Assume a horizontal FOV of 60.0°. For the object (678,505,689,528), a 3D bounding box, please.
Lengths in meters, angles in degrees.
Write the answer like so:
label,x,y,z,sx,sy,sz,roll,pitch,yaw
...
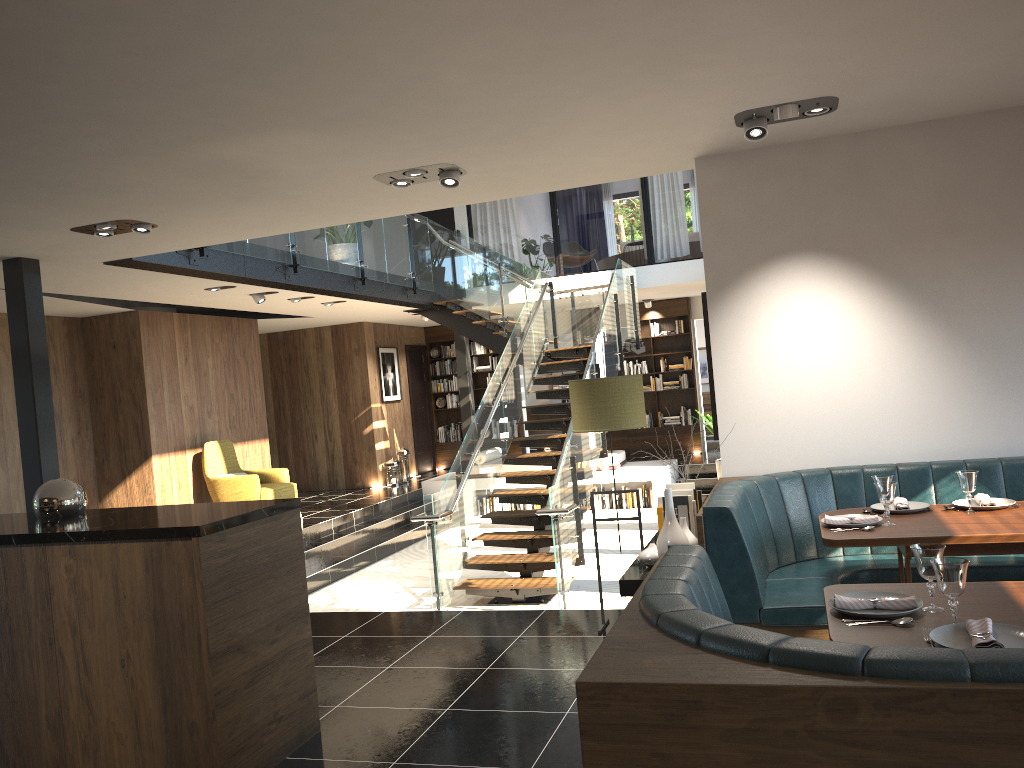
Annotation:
label,x,y,z,sx,sy,sz,roll,pitch,yaw
object,0.873,0.745,4.487,0.047,0.262,0.020,-5,1,18

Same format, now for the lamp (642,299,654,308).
label,x,y,z,sx,sy,sz,roll,pitch,yaw
lamp,2.319,-1.428,15.111,0.195,0.277,0.346,-5,0,18

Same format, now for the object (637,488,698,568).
label,x,y,z,sx,sy,sz,roll,pitch,yaw
object,0.774,0.693,4.291,0.319,0.398,0.316,-5,0,-6

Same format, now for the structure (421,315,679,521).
label,x,y,z,sx,sy,sz,roll,pitch,yaw
structure,0.482,0.355,13.640,3.783,3.245,1.148,-5,1,18

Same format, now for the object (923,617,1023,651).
label,x,y,z,sx,sy,sz,roll,pitch,yaw
object,1.244,0.652,2.289,0.325,0.051,0.269,-5,0,21

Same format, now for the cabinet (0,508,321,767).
label,x,y,z,sx,sy,sz,roll,pitch,yaw
cabinet,-2.686,1.201,4.119,3.565,0.994,0.698,-5,0,18

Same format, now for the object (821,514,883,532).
label,x,y,z,sx,sy,sz,roll,pitch,yaw
object,1.566,0.627,4.093,0.269,0.051,0.324,-5,0,21

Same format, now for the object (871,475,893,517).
label,x,y,z,sx,sy,sz,roll,pitch,yaw
object,1.784,0.536,4.253,0.098,0.192,0.098,-5,1,15

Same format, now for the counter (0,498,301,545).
label,x,y,z,sx,sy,sz,roll,pitch,yaw
counter,-2.731,0.684,4.113,3.574,0.041,0.698,-5,0,18

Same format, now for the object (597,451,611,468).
label,x,y,z,sx,sy,sz,roll,pitch,yaw
object,1.283,1.290,13.436,0.466,0.510,1.166,-5,0,18

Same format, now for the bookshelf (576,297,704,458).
label,x,y,z,sx,sy,sz,roll,pitch,yaw
bookshelf,2.189,-0.060,15.615,2.091,2.683,0.273,-5,1,18

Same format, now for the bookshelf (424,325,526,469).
label,x,y,z,sx,sy,sz,roll,pitch,yaw
bookshelf,-0.684,0.201,16.531,1.704,2.683,0.273,-5,1,18

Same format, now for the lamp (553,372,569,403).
label,x,y,z,sx,sy,sz,roll,pitch,yaw
lamp,1.145,0.084,19.522,0.470,0.726,0.470,-5,0,10

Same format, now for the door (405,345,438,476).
label,x,y,z,sx,sy,sz,roll,pitch,yaw
door,-1.683,0.466,16.209,0.104,2.348,0.930,-5,1,18

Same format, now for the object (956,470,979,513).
label,x,y,z,sx,sy,sz,roll,pitch,yaw
object,2.135,0.504,4.146,0.098,0.192,0.098,-5,1,15

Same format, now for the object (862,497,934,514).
label,x,y,z,sx,sy,sz,roll,pitch,yaw
object,1.890,0.598,4.366,0.325,0.051,0.269,-5,0,21

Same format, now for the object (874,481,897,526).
label,x,y,z,sx,sy,sz,roll,pitch,yaw
object,1.699,0.543,4.016,0.098,0.192,0.098,-5,1,15

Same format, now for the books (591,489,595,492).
label,x,y,z,sx,sy,sz,roll,pitch,yaw
books,1.202,1.703,13.038,0.026,0.287,0.204,-5,0,18

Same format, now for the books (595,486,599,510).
label,x,y,z,sx,sy,sz,roll,pitch,yaw
books,1.264,1.678,13.060,0.029,0.326,0.153,-5,1,18

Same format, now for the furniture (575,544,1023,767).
label,x,y,z,sx,sy,sz,roll,pitch,yaw
furniture,1.614,0.893,2.192,2.610,0.822,1.364,-5,0,18

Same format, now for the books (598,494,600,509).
label,x,y,z,sx,sy,sz,roll,pitch,yaw
books,1.297,1.725,13.060,0.026,0.226,0.132,-5,0,18

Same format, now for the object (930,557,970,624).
label,x,y,z,sx,sy,sz,roll,pitch,yaw
object,1.217,0.583,2.449,0.098,0.192,0.098,-5,1,15

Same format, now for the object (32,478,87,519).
label,x,y,z,sx,sy,sz,roll,pitch,yaw
object,-2.089,0.548,4.099,0.227,0.228,0.227,-5,0,-22

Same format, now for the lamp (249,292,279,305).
label,x,y,z,sx,sy,sz,roll,pitch,yaw
lamp,-2.716,-1.001,9.703,0.346,0.247,0.195,-5,0,18

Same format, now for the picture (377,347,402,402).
label,x,y,z,sx,sy,sz,roll,pitch,yaw
picture,-2.066,-0.166,15.022,0.028,0.911,0.748,-5,0,18

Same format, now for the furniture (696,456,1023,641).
label,x,y,z,sx,sy,sz,roll,pitch,yaw
furniture,2.303,0.836,4.243,2.610,0.822,1.364,-5,0,18

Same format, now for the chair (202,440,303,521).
label,x,y,z,sx,sy,sz,roll,pitch,yaw
chair,-3.198,1.210,10.860,1.031,1.097,0.807,-5,0,17

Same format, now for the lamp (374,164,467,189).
label,x,y,z,sx,sy,sz,roll,pitch,yaw
lamp,-0.528,-1.235,5.089,0.502,0.231,0.349,-5,0,18

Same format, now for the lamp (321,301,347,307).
label,x,y,z,sx,sy,sz,roll,pitch,yaw
lamp,-2.253,-1.074,11.181,0.346,0.177,0.195,-5,0,18

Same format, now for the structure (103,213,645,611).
label,x,y,z,sx,sy,sz,roll,pitch,yaw
structure,-0.628,0.040,10.005,3.448,4.869,7.276,-5,0,17

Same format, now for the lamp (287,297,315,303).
label,x,y,z,sx,sy,sz,roll,pitch,yaw
lamp,-2.486,-1.055,10.441,0.346,0.177,0.195,-5,0,18

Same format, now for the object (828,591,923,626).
label,x,y,z,sx,sy,sz,roll,pitch,yaw
object,1.101,0.665,2.691,0.269,0.051,0.324,-5,0,21

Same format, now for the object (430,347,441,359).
label,x,y,z,sx,sy,sz,roll,pitch,yaw
object,-1.443,-0.581,16.704,0.212,0.222,0.082,-5,1,18

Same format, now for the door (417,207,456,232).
label,x,y,z,sx,sy,sz,roll,pitch,yaw
door,-1.400,-2.585,16.552,0.931,2.348,0.104,-5,1,18

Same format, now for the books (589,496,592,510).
label,x,y,z,sx,sy,sz,roll,pitch,yaw
books,1.156,1.698,13.082,0.035,0.305,0.151,-5,1,18

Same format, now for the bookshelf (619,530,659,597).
label,x,y,z,sx,sy,sz,roll,pitch,yaw
bookshelf,0.887,1.134,4.718,0.356,0.500,1.303,-5,0,18

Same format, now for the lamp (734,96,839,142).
label,x,y,z,sx,sy,sz,roll,pitch,yaw
lamp,1.380,-1.400,4.480,0.502,0.248,0.349,-5,0,18

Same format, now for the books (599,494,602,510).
label,x,y,z,sx,sy,sz,roll,pitch,yaw
books,1.317,1.721,13.035,0.028,0.231,0.158,-5,0,18

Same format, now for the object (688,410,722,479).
label,x,y,z,sx,sy,sz,roll,pitch,yaw
object,2.674,0.923,11.169,0.876,1.338,0.830,-5,0,7

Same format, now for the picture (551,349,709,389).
label,x,y,z,sx,sy,sz,roll,pitch,yaw
picture,2.575,-0.236,19.323,3.544,0.748,0.035,-5,1,18

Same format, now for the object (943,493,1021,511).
label,x,y,z,sx,sy,sz,roll,pitch,yaw
object,2.242,0.566,4.254,0.325,0.051,0.269,-5,0,21

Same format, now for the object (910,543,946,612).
label,x,y,z,sx,sy,sz,roll,pitch,yaw
object,1.253,0.580,2.654,0.098,0.192,0.098,-5,1,15

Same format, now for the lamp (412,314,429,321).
label,x,y,z,sx,sy,sz,roll,pitch,yaw
lamp,-1.405,-1.102,13.846,0.346,0.263,0.195,-5,0,18

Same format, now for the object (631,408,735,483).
label,x,y,z,sx,sy,sz,roll,pitch,yaw
object,0.940,0.506,5.126,0.607,0.744,0.406,-5,0,-22

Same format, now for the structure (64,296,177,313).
label,x,y,z,sx,sy,sz,roll,pitch,yaw
structure,-6.464,0.545,9.477,1.964,3.018,6.659,-5,0,18

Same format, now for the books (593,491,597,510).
label,x,y,z,sx,sy,sz,roll,pitch,yaw
books,1.234,1.708,13.050,0.027,0.270,0.187,-5,0,18

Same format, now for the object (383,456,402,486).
label,x,y,z,sx,sy,sz,roll,pitch,yaw
object,-1.944,1.413,14.519,0.262,0.483,0.262,-5,0,18

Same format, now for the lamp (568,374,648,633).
label,x,y,z,sx,sy,sz,roll,pitch,yaw
lamp,0.669,0.675,5.187,0.437,1.445,0.637,-5,1,43

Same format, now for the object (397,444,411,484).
label,x,y,z,sx,sy,sz,roll,pitch,yaw
object,-1.787,1.319,14.707,0.182,0.643,0.182,-5,1,18

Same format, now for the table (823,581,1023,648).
label,x,y,z,sx,sy,sz,roll,pitch,yaw
table,1.712,0.967,2.450,1.539,0.661,0.822,-5,0,18

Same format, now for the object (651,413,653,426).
label,x,y,z,sx,sy,sz,roll,pitch,yaw
object,2.459,0.628,15.568,0.020,0.262,0.047,-5,1,18

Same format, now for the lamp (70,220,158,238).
label,x,y,z,sx,sy,sz,roll,pitch,yaw
lamp,-2.579,-1.066,5.743,0.502,0.195,0.349,-5,0,18

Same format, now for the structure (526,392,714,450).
label,x,y,z,sx,sy,sz,roll,pitch,yaw
structure,2.217,0.820,19.278,6.278,0.982,0.885,-5,0,18

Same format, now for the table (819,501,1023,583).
label,x,y,z,sx,sy,sz,roll,pitch,yaw
table,2.223,0.924,3.988,1.539,0.661,0.822,-5,0,18

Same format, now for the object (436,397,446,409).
label,x,y,z,sx,sy,sz,roll,pitch,yaw
object,-1.337,0.360,16.734,0.212,0.222,0.082,-5,1,18

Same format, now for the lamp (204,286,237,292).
label,x,y,z,sx,sy,sz,roll,pitch,yaw
lamp,-2.954,-1.026,8.963,0.346,0.158,0.195,-5,0,18

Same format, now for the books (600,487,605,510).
label,x,y,z,sx,sy,sz,roll,pitch,yaw
books,1.340,1.675,13.021,0.033,0.318,0.152,-5,1,18

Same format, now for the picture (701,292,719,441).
label,x,y,z,sx,sy,sz,roll,pitch,yaw
picture,1.323,-0.117,5.778,0.028,0.911,0.748,-5,0,18
